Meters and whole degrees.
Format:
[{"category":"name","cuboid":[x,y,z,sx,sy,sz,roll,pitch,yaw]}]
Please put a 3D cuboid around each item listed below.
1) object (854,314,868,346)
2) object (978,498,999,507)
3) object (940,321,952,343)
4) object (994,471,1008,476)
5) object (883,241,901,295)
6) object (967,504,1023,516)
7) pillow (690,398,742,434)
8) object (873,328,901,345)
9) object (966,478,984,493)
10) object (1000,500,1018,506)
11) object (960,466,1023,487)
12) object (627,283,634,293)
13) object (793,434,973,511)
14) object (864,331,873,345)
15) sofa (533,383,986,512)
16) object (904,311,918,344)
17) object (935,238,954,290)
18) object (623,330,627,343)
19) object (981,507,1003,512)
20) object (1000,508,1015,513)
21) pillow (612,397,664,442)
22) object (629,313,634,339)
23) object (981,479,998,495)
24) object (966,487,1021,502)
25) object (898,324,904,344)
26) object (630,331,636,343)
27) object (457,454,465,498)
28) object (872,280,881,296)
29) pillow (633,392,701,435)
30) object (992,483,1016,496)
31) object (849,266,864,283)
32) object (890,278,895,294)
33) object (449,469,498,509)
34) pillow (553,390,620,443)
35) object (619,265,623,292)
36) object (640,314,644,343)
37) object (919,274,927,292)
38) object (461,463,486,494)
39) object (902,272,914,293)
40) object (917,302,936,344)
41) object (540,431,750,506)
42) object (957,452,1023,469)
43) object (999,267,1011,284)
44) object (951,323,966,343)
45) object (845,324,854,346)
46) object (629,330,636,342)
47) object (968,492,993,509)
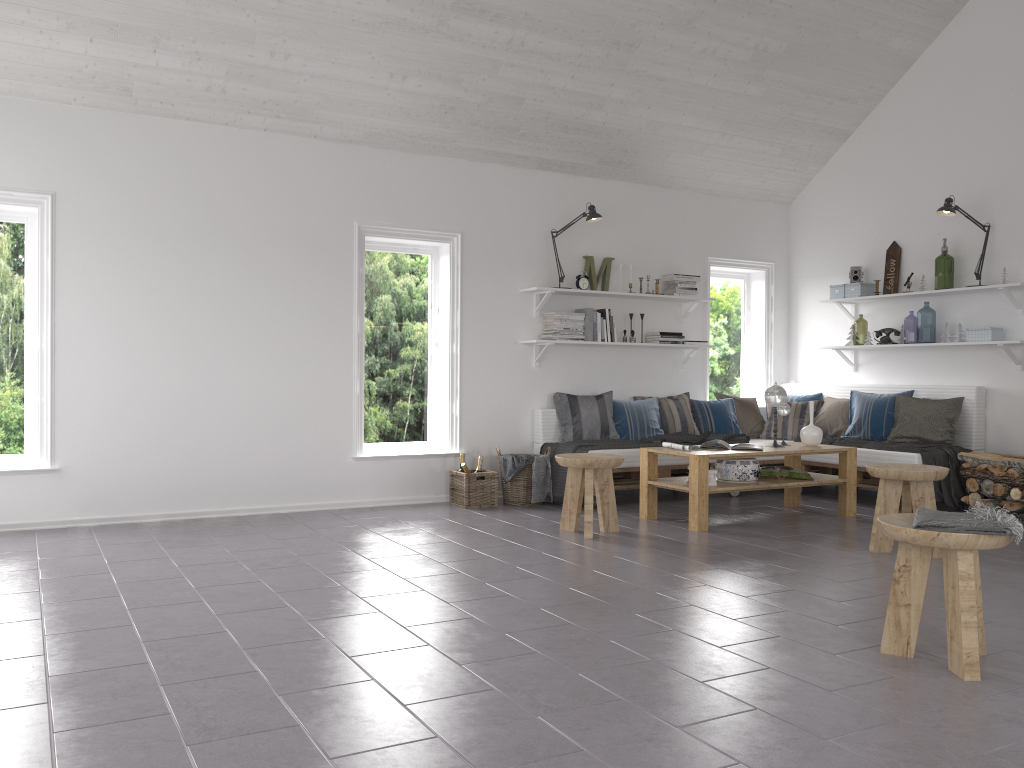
[{"category":"object","cuboid":[2.995,-0.462,7.612,0.111,0.270,0.111,0,1,-11]},{"category":"object","cuboid":[3.489,0.827,6.269,0.561,0.050,0.057,0,1,-29]},{"category":"object","cuboid":[3.420,-0.406,6.982,0.103,0.178,0.097,1,1,24]},{"category":"object","cuboid":[3.514,0.601,6.157,0.529,0.048,0.059,0,1,-29]},{"category":"object","cuboid":[3.215,-0.972,7.499,0.053,0.480,0.154,0,1,-24]},{"category":"object","cuboid":[3.528,0.884,6.266,0.478,0.118,0.456,0,1,-29]},{"category":"pillow","cuboid":[1.750,0.322,7.698,0.523,0.408,0.341,0,1,-13]},{"category":"object","cuboid":[3.133,-0.395,7.418,0.171,0.146,0.203,0,1,-5]},{"category":"object","cuboid":[3.466,0.715,6.384,0.516,0.107,0.103,0,1,-30]},{"category":"object","cuboid":[3.544,0.816,6.167,0.425,0.033,0.046,0,1,-29]},{"category":"object","cuboid":[3.354,0.641,6.146,0.126,0.104,0.480,0,1,-27]},{"category":"object","cuboid":[0.986,-0.794,7.367,0.088,0.085,0.088,0,1,-6]},{"category":"object","cuboid":[2.900,0.673,7.049,0.716,0.508,1.449,0,1,-39]},{"category":"object","cuboid":[3.014,-0.388,7.496,0.068,0.124,0.072,0,1,-44]},{"category":"sofa","cuboid":[1.901,0.466,6.981,2.855,0.932,2.017,0,1,-29]},{"category":"object","cuboid":[3.238,-0.456,7.191,0.111,0.270,0.111,0,1,-11]},{"category":"object","cuboid":[3.387,-0.935,6.946,0.136,0.415,0.136,1,1,4]},{"category":"object","cuboid":[0.951,-0.398,7.468,0.032,0.117,0.058,1,1,35]},{"category":"object","cuboid":[3.508,0.867,6.259,0.562,0.063,0.095,0,1,-28]},{"category":"object","cuboid":[3.572,0.862,6.180,0.467,0.067,0.096,0,1,-29]},{"category":"pillow","cuboid":[1.015,0.308,7.327,0.525,0.401,0.331,0,1,-10]},{"category":"object","cuboid":[1.013,-0.469,7.539,0.085,0.259,0.085,1,1,30]},{"category":"object","cuboid":[3.501,0.715,6.272,0.463,0.109,0.110,0,1,-31]},{"category":"object","cuboid":[3.464,0.779,6.229,0.101,0.070,0.539,0,1,-28]},{"category":"object","cuboid":[3.231,-0.410,7.332,0.007,0.176,0.127,0,1,-23]},{"category":"object","cuboid":[1.015,-0.389,7.429,0.058,0.102,0.032,0,1,-34]},{"category":"object","cuboid":[-0.374,0.712,6.659,0.095,0.377,0.095,1,1,7]},{"category":"object","cuboid":[3.084,-0.811,7.489,0.085,0.152,0.085,0,1,-5]},{"category":"pillow","cuboid":[1.335,0.288,7.537,0.546,0.438,0.316,0,1,-17]},{"category":"object","cuboid":[3.550,0.727,6.182,0.561,0.102,0.102,0,1,-30]},{"category":"object","cuboid":[3.006,-0.947,7.742,0.121,0.157,0.117,1,1,21]},{"category":"object","cuboid":[3.164,-0.808,7.379,0.052,0.148,0.052,1,1,23]},{"category":"object","cuboid":[-0.287,0.785,6.634,0.276,0.270,0.276,0,1,-29]},{"category":"pillow","cuboid":[0.599,0.275,7.148,0.534,0.444,0.301,0,1,-13]},{"category":"object","cuboid":[0.923,-0.882,7.521,0.084,0.256,0.084,1,1,30]},{"category":"object","cuboid":[1.109,-0.469,7.560,0.085,0.259,0.085,1,1,30]},{"category":"object","cuboid":[3.284,-0.803,7.078,0.075,0.147,0.075,1,1,28]},{"category":"object","cuboid":[-0.276,0.741,6.574,0.095,0.332,0.284,1,1,40]},{"category":"object","cuboid":[3.243,-0.817,7.255,0.092,0.172,0.177,1,1,29]},{"category":"object","cuboid":[3.301,-0.487,7.064,0.137,0.335,0.137,0,1,-40]},{"category":"object","cuboid":[1.089,0.647,7.108,1.892,0.533,0.685,0,1,-30]},{"category":"object","cuboid":[3.374,0.533,6.167,0.115,0.079,0.571,0,1,-28]},{"category":"object","cuboid":[3.628,-0.792,6.533,0.072,0.142,0.073,1,1,4]},{"category":"object","cuboid":[3.456,-0.396,6.851,0.093,0.161,0.088,0,1,-20]},{"category":"object","cuboid":[2.966,-0.426,7.702,0.107,0.195,0.113,0,1,-22]},{"category":"object","cuboid":[1.019,-0.398,7.486,0.058,0.117,0.032,0,1,-18]},{"category":"object","cuboid":[3.486,0.833,6.348,0.520,0.142,0.118,0,1,-25]}]
